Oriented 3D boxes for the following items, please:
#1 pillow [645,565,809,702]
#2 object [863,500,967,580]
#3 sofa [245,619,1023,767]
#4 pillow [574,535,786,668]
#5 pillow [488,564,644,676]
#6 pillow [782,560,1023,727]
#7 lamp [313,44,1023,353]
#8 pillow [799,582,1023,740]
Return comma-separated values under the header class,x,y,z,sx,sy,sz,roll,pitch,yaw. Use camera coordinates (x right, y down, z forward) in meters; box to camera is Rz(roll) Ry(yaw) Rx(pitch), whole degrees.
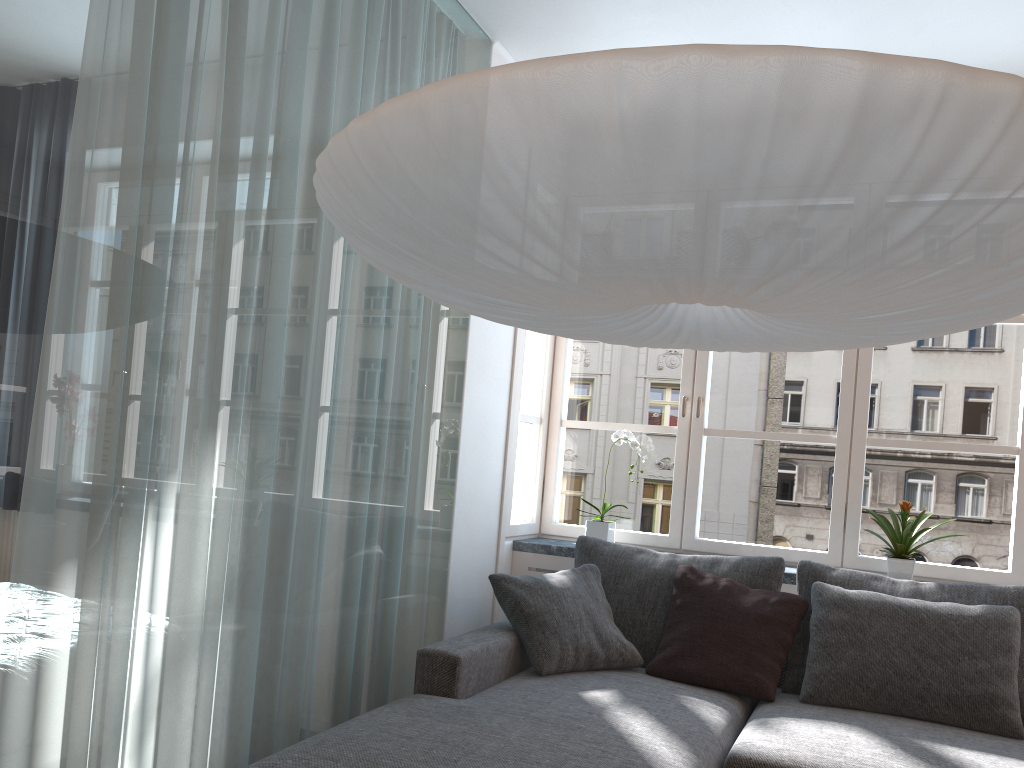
class,x,y,z,sx,sy,sz,roll,pitch,yaw
pillow,0.767,0.880,3.161,0.520,0.402,0.312,3,-3,25
object,1.580,0.627,3.506,0.376,0.328,0.323,5,-3,-2
sofa,1.086,1.113,2.246,3.062,0.670,2.050,3,-5,23
pillow,0.594,0.864,3.404,0.834,0.477,0.276,3,-2,23
pillow,0.198,0.854,3.242,0.517,0.359,0.346,7,-4,-28
pillow,1.399,0.898,3.079,0.838,0.474,0.278,3,-3,23
lamp,0.361,-0.212,1.706,1.475,0.209,1.470,8,-6,-30
pillow,1.329,0.907,2.952,0.665,0.396,0.293,3,-3,23
